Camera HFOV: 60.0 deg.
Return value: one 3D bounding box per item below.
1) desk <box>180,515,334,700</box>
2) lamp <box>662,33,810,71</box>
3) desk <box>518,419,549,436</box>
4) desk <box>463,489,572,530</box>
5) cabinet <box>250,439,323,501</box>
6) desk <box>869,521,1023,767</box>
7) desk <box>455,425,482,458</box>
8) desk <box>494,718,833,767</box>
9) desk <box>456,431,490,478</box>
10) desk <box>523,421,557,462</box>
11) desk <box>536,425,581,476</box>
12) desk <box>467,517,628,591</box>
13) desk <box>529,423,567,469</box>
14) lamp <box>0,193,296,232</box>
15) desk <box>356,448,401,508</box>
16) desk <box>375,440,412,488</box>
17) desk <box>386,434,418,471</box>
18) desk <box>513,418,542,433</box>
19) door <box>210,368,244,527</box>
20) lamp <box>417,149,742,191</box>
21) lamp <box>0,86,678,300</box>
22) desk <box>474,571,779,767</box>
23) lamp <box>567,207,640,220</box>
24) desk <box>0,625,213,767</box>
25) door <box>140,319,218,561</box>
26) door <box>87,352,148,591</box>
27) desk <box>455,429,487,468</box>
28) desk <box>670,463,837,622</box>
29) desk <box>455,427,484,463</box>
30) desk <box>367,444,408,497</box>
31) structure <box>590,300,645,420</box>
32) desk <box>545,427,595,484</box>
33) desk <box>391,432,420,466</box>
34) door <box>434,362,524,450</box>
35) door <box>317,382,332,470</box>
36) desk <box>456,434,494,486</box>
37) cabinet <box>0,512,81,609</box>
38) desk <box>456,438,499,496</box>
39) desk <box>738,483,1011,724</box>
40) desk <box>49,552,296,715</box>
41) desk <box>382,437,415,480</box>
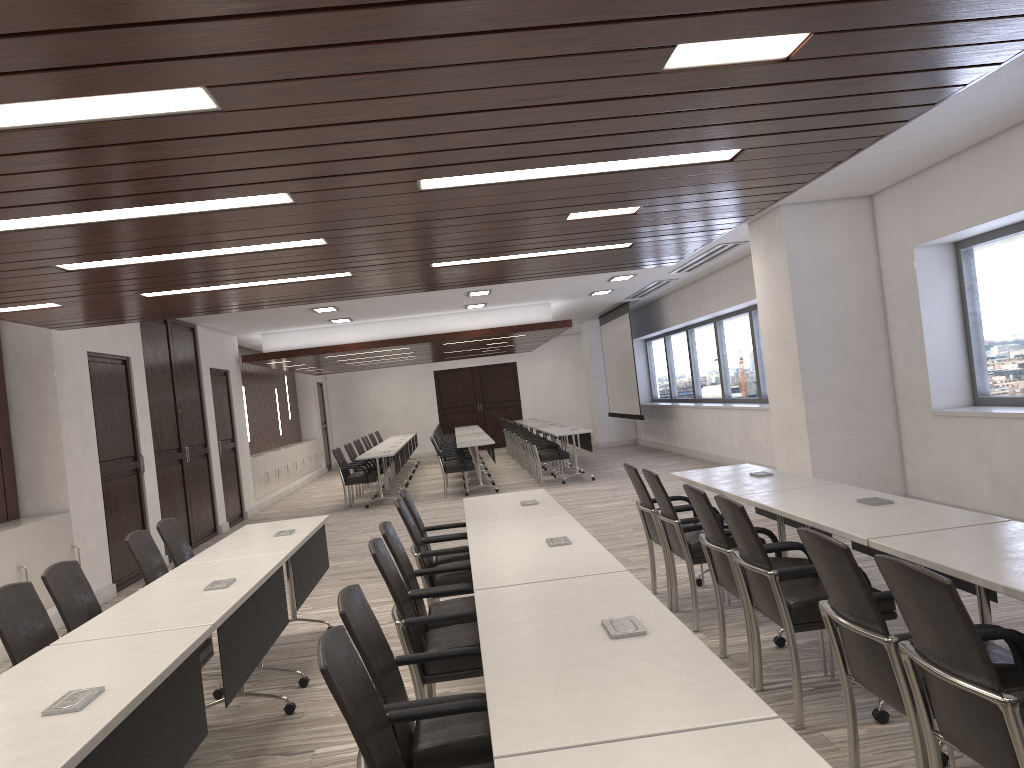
[{"bbox_3d":[-1.472,1.318,5.440,0.577,0.795,1.509,-6,-1,-4],"label":"desk"},{"bbox_3d":[0.698,-1.070,2.794,0.421,0.046,0.236,-6,-1,-4],"label":"lamp"},{"bbox_3d":[0.519,1.240,20.278,0.577,0.795,1.509,-6,-1,-4],"label":"desk"},{"bbox_3d":[0.034,1.147,5.546,0.577,0.795,1.509,-6,-1,-4],"label":"desk"},{"bbox_3d":[-4.682,1.664,18.298,0.476,0.698,7.540,-6,-1,-4],"label":"cabinet"},{"bbox_3d":[1.726,0.923,2.609,0.577,0.795,1.509,-6,-1,-4],"label":"desk"},{"bbox_3d":[-1.069,1.437,21.692,0.577,0.795,1.509,-6,-1,-4],"label":"desk"},{"bbox_3d":[0.345,1.065,0.986,0.577,0.795,1.509,-6,-1,-4],"label":"desk"},{"bbox_3d":[-0.757,1.355,17.133,0.577,0.795,1.509,-6,-1,-4],"label":"desk"},{"bbox_3d":[0.623,1.213,18.756,0.577,0.795,1.509,-6,-1,-4],"label":"desk"},{"bbox_3d":[0.830,1.159,15.727,0.577,0.795,1.509,-6,-1,-4],"label":"desk"},{"bbox_3d":[0.138,1.120,4.027,0.577,0.795,1.509,-6,-1,-4],"label":"desk"},{"bbox_3d":[0.727,1.186,17.237,0.577,0.795,1.509,-6,-1,-4],"label":"desk"},{"bbox_3d":[-1.734,-0.780,3.946,1.496,0.045,0.236,-6,-1,-4],"label":"lamp"},{"bbox_3d":[-2.056,1.472,13.998,0.577,0.795,1.509,-6,-1,-4],"label":"desk"},{"bbox_3d":[-2.263,1.526,17.027,0.577,0.795,1.509,-6,-1,-4],"label":"desk"},{"bbox_3d":[-2.471,1.581,20.068,0.577,0.795,1.509,-6,-1,-4],"label":"desk"},{"bbox_3d":[0.415,1.268,21.797,0.577,0.795,1.509,-6,-1,-4],"label":"desk"},{"bbox_3d":[-4.306,0.935,13.241,0.200,2.323,1.163,-6,-1,-4],"label":"door"},{"bbox_3d":[0.308,-1.012,4.089,1.496,0.045,0.236,-6,-1,-4],"label":"lamp"},{"bbox_3d":[0.488,-1.238,9.024,1.469,0.552,14.295,-7,-1,19],"label":"lamp"},{"bbox_3d":[0.242,1.092,2.505,0.577,0.795,1.509,-6,-1,-4],"label":"desk"},{"bbox_3d":[0.533,-1.027,5.208,0.421,0.046,0.236,-6,-1,-4],"label":"lamp"},{"bbox_3d":[-1.264,1.264,2.399,0.577,0.795,1.509,-6,-1,-4],"label":"desk"},{"bbox_3d":[-4.193,0.616,11.116,0.200,2.889,2.327,-6,-1,-4],"label":"door"},{"bbox_3d":[-4.015,0.859,8.981,0.200,2.323,1.163,-6,-1,-4],"label":"door"},{"bbox_3d":[-0.861,1.382,18.652,0.577,0.795,1.509,-6,-1,-4],"label":"desk"},{"bbox_3d":[1.518,0.978,5.650,0.577,0.795,1.509,-6,-1,-4],"label":"desk"},{"bbox_3d":[-0.965,1.409,20.173,0.577,0.795,1.509,-6,-1,-4],"label":"desk"},{"bbox_3d":[-2.160,1.499,15.517,0.577,0.795,1.509,-6,-1,-4],"label":"desk"},{"bbox_3d":[2.168,-0.461,18.099,0.438,2.329,3.550,-6,-1,-4],"label":"structure"},{"bbox_3d":[0.933,1.131,14.208,0.577,0.795,1.509,-6,-1,-4],"label":"desk"},{"bbox_3d":[-2.574,1.608,21.586,0.577,0.795,1.509,-6,-1,-4],"label":"desk"},{"bbox_3d":[-0.898,0.661,24.746,2.329,2.323,0.200,-6,-1,-4],"label":"door"},{"bbox_3d":[-4.992,1.115,23.298,0.200,2.323,1.163,-6,-1,-4],"label":"door"},{"bbox_3d":[-0.654,1.328,15.623,0.577,0.795,1.509,-6,-1,-4],"label":"desk"},{"bbox_3d":[-3.699,1.406,3.900,0.476,0.698,7.540,-6,-1,-4],"label":"cabinet"},{"bbox_3d":[-0.550,1.300,14.104,0.577,0.795,1.509,-6,-1,-4],"label":"desk"},{"bbox_3d":[1.622,0.951,4.131,0.577,0.795,1.509,-6,-1,-4],"label":"desk"},{"bbox_3d":[-1.368,1.291,3.921,0.577,0.795,1.509,-6,-1,-4],"label":"desk"},{"bbox_3d":[-2.367,1.553,18.546,0.577,0.795,1.509,-6,-1,-4],"label":"desk"}]
